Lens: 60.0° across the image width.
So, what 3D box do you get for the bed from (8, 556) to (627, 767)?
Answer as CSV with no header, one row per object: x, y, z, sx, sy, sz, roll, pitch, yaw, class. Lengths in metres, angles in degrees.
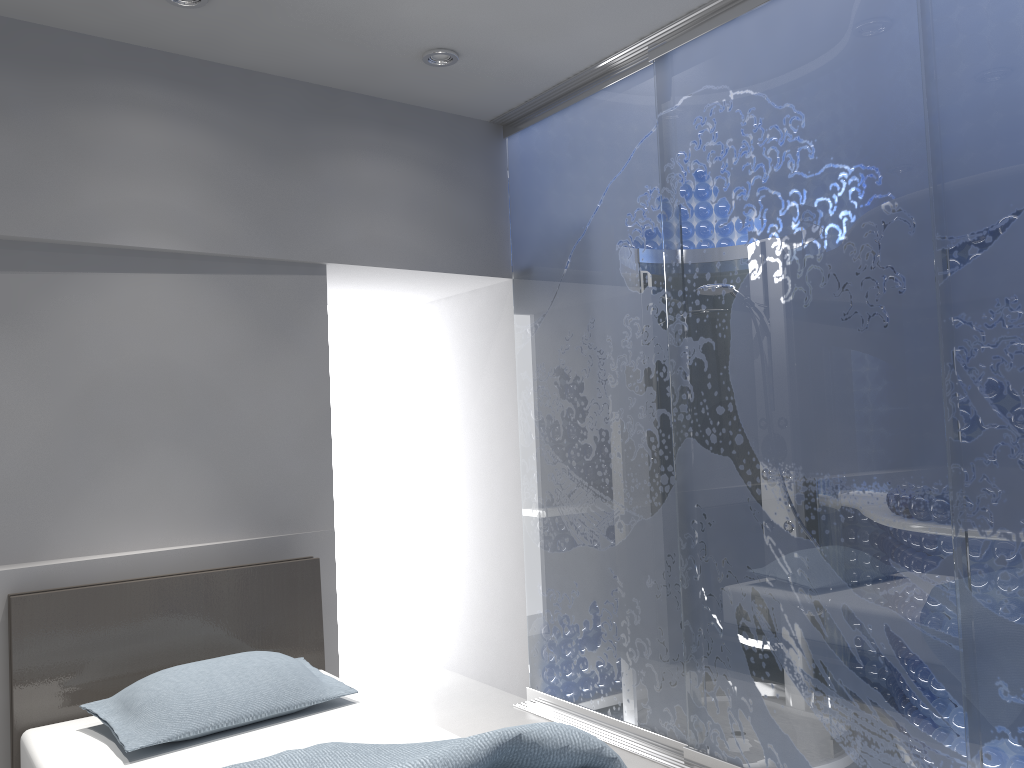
-0.536,0.970,2.163,1.411,0.752,2.319,0,-3,-35,bed

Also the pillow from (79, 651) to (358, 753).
-0.901,0.960,2.786,0.746,0.173,0.417,0,-4,-40,pillow
